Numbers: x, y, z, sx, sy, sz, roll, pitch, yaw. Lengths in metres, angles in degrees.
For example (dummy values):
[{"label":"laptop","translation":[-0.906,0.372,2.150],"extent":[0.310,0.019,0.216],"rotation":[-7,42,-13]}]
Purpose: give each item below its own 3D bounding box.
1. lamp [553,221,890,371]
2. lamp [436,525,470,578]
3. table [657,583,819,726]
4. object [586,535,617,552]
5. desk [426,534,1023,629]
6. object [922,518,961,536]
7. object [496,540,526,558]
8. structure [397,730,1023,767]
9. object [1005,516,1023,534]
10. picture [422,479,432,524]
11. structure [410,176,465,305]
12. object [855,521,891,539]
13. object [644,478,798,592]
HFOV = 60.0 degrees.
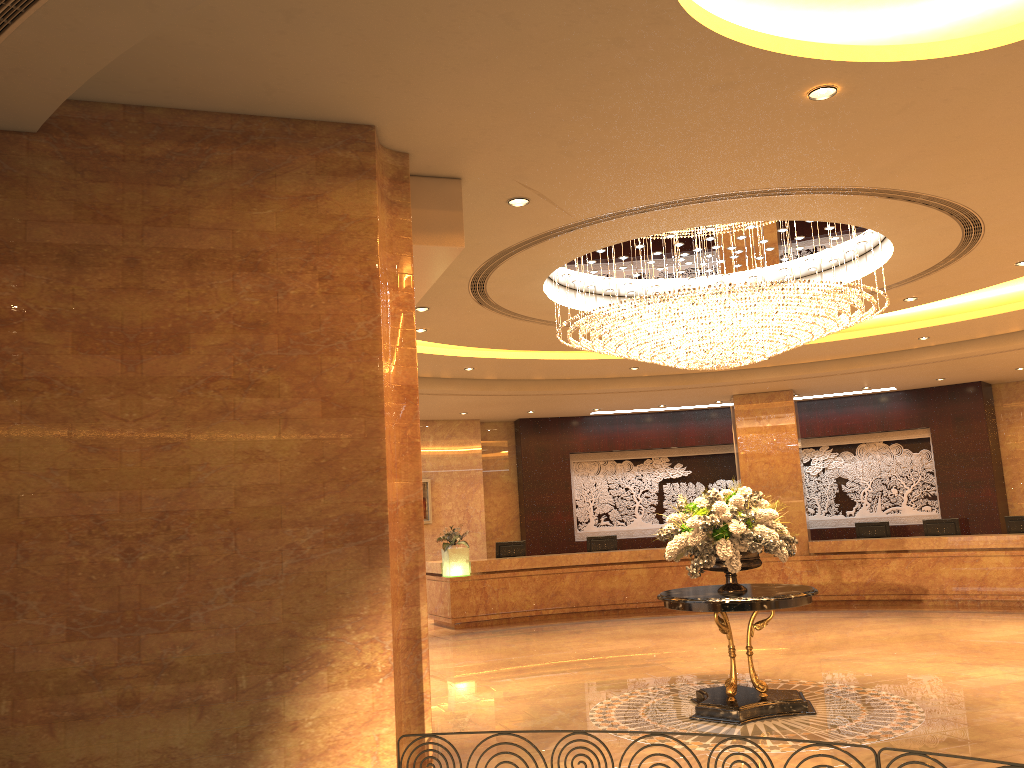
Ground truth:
[{"label":"lamp","translation":[2.033,-0.743,8.878],"extent":[3.206,1.196,3.204],"rotation":[-6,-9,18]},{"label":"lamp","translation":[-1.056,3.019,16.088],"extent":[0.577,0.925,0.542],"rotation":[-1,-9,-16]},{"label":"table","translation":[2.163,2.505,8.370],"extent":[1.493,1.089,1.493],"rotation":[1,-9,-25]},{"label":"object","translation":[1.753,3.200,17.230],"extent":[0.531,0.500,0.430],"rotation":[-9,-10,32]},{"label":"desk","translation":[4.816,3.437,15.764],"extent":[12.951,1.155,3.466],"rotation":[-6,-9,16]},{"label":"object","translation":[7.639,2.646,15.744],"extent":[0.430,0.500,0.531],"rotation":[-1,-9,-16]},{"label":"object","translation":[-0.022,3.245,16.864],"extent":[0.531,0.500,0.430],"rotation":[-6,-9,18]},{"label":"structure","translation":[1.306,1.658,0.827],"extent":[3.815,0.995,7.624],"rotation":[-3,-9,0]},{"label":"object","translation":[8.660,2.466,14.929],"extent":[0.430,0.500,0.531],"rotation":[-2,-9,-11]},{"label":"picture","translation":[-2.035,2.370,17.820],"extent":[0.875,0.890,0.068],"rotation":[1,-10,-27]},{"label":"structure","translation":[-1.163,-0.820,7.810],"extent":[0.425,0.483,4.113],"rotation":[0,-9,-18]},{"label":"object","translation":[6.655,2.790,16.333],"extent":[0.430,0.500,0.531],"rotation":[0,-9,-22]},{"label":"object","translation":[2.077,1.480,8.547],"extent":[1.277,0.999,1.318],"rotation":[-5,-9,12]}]
